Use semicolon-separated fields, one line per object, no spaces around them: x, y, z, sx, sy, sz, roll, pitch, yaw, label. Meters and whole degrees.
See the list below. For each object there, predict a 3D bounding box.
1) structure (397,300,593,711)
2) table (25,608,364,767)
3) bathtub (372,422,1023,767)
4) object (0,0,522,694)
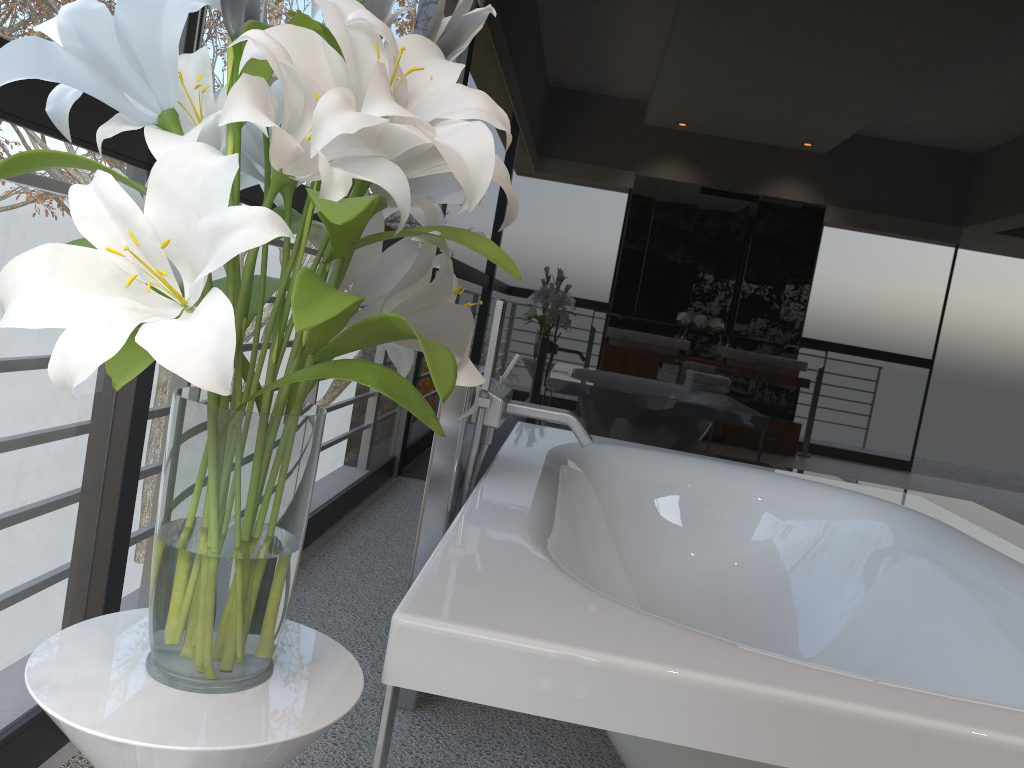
-0.010;0.264;2.026;0.330;0.884;0.402;10;4;4;structure
-0.338;0.506;0.874;0.307;0.478;0.308;9;4;-12;table
0.549;0.558;1.956;1.327;0.504;1.959;10;5;4;bathtub
-0.223;-0.117;0.814;0.460;0.795;0.450;13;5;31;object
